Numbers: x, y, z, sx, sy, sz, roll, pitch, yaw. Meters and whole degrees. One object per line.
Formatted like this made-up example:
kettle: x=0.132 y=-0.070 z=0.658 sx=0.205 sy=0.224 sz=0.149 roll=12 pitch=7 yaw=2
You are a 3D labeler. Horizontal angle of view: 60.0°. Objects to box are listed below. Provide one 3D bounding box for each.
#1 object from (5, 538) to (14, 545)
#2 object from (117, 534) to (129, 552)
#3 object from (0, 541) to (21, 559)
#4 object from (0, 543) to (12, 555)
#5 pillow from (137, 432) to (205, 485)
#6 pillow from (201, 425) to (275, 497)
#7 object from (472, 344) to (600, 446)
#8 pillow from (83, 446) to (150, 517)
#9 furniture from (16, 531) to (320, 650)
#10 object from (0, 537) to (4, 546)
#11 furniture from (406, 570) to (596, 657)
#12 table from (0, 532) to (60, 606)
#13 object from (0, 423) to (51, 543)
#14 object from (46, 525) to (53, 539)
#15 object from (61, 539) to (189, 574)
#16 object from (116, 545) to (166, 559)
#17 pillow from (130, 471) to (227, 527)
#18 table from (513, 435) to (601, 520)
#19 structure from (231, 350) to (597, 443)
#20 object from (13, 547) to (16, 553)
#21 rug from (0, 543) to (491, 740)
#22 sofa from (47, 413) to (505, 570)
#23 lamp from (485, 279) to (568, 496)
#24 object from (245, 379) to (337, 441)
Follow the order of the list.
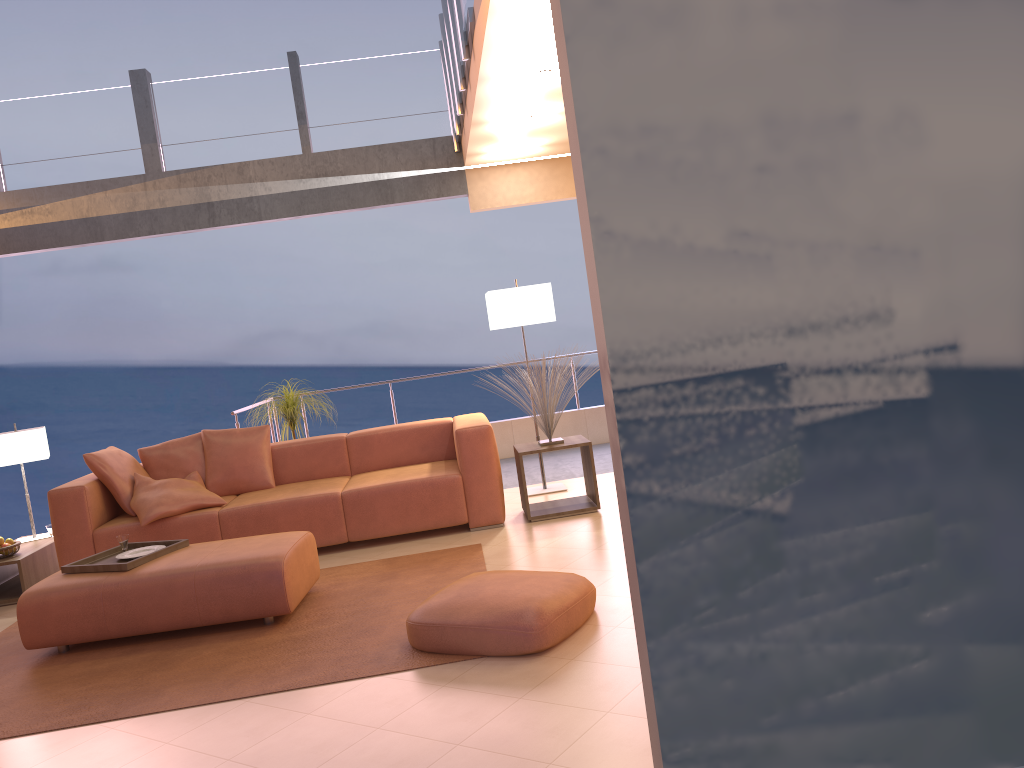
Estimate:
object: x=-3.151 y=0.993 z=5.562 sx=0.045 sy=0.053 sz=0.051 roll=-7 pitch=4 yaw=19
object: x=-2.041 y=0.842 z=4.665 sx=0.061 sy=0.091 sz=0.061 roll=-9 pitch=4 yaw=-20
object: x=-3.194 y=1.046 z=5.542 sx=0.235 sy=0.071 sz=0.235 roll=-9 pitch=4 yaw=-12
object: x=-3.147 y=1.028 z=5.516 sx=0.074 sy=0.076 sz=0.072 roll=-8 pitch=4 yaw=6
pillow: x=-2.254 y=0.571 z=6.015 sx=0.492 sy=0.446 sz=0.255 roll=-9 pitch=4 yaw=-21
pillow: x=-1.866 y=0.516 z=6.040 sx=0.470 sy=0.468 sz=0.211 roll=-9 pitch=4 yaw=-9
object: x=0.205 y=0.071 z=5.866 sx=0.703 sy=0.634 sz=0.700 roll=-5 pitch=5 yaw=42
pillow: x=-2.531 y=0.630 z=5.807 sx=0.314 sy=0.455 sz=0.519 roll=-9 pitch=4 yaw=-8
furniture: x=-1.681 y=1.004 z=4.463 sx=1.291 sy=0.301 sz=0.685 roll=-8 pitch=4 yaw=1
object: x=-3.198 y=0.984 z=5.518 sx=0.069 sy=0.061 sz=0.068 roll=-11 pitch=5 yaw=-43
furniture: x=-0.039 y=0.938 z=3.717 sx=0.699 sy=0.226 sz=0.659 roll=-6 pitch=4 yaw=26
table: x=-3.196 y=1.201 z=5.810 sx=0.412 sy=0.268 sz=0.918 roll=-8 pitch=4 yaw=-4
object: x=-3.332 y=0.663 z=6.064 sx=0.344 sy=0.799 sz=0.344 roll=-10 pitch=4 yaw=-26
object: x=-3.101 y=0.995 z=5.975 sx=0.061 sy=0.091 sz=0.061 roll=-5 pitch=4 yaw=36
object: x=-1.956 y=0.873 z=4.505 sx=0.421 sy=0.034 sz=0.436 roll=-7 pitch=4 yaw=21
object: x=-1.896 y=0.866 z=4.533 sx=0.240 sy=0.018 sz=0.240 roll=-11 pitch=5 yaw=-40
pillow: x=-2.163 y=0.682 z=5.638 sx=0.517 sy=0.292 sz=0.514 roll=-11 pitch=4 yaw=-35
table: x=0.286 y=0.604 z=5.814 sx=0.469 sy=0.436 sz=0.415 roll=-8 pitch=4 yaw=-4
structure: x=-0.167 y=0.143 z=7.758 sx=4.176 sy=0.541 sz=1.663 roll=-8 pitch=4 yaw=-4
object: x=-3.140 y=1.039 z=5.576 sx=0.046 sy=0.046 sz=0.055 roll=-10 pitch=4 yaw=-26
rug: x=-1.402 y=1.180 z=4.225 sx=2.626 sy=0.005 sz=1.833 roll=-8 pitch=4 yaw=-4
sofa: x=-1.467 y=0.743 z=5.932 sx=2.781 sy=0.672 sz=0.943 roll=-8 pitch=4 yaw=-4
lamp: x=0.137 y=0.009 z=6.577 sx=0.454 sy=1.578 sz=0.454 roll=-8 pitch=4 yaw=-4
object: x=-1.698 y=0.500 z=6.950 sx=0.703 sy=1.088 sz=0.729 roll=-11 pitch=4 yaw=-36
